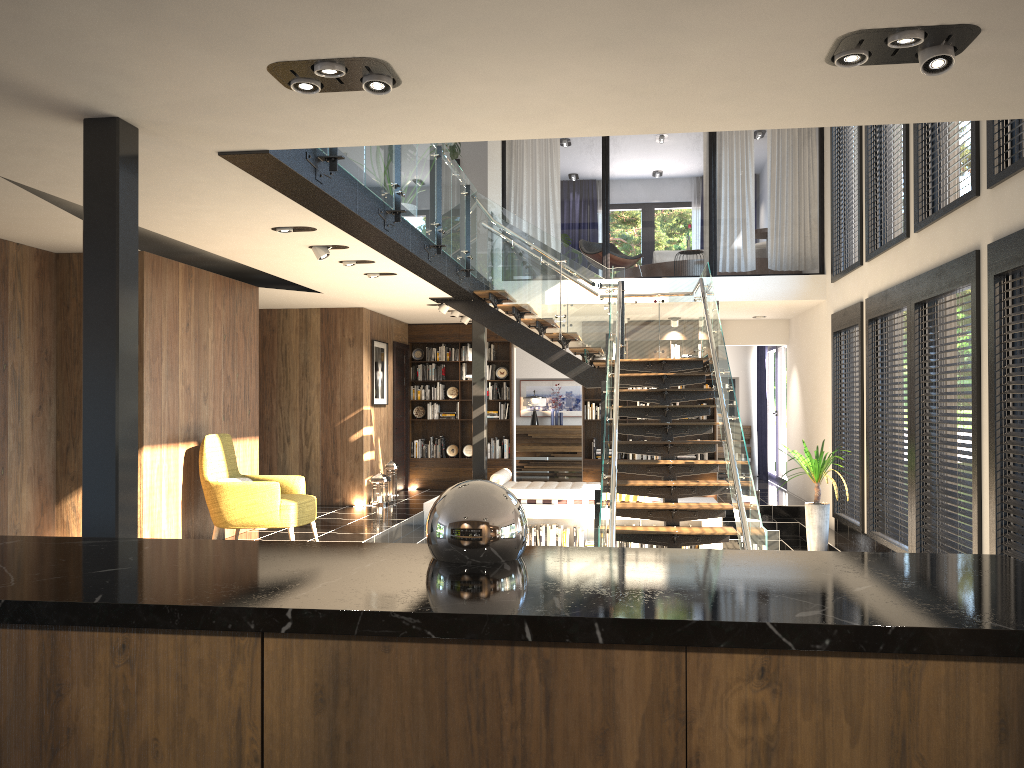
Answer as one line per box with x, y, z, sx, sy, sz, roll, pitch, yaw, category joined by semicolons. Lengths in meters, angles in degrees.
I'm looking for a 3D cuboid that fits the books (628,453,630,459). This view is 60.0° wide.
1.856;1.062;14.082;0.026;0.263;0.156;0;-1;8;books

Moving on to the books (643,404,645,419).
2.082;0.437;14.018;0.036;0.244;0.194;0;-1;8;books

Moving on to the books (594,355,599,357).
1.450;-0.447;14.169;0.251;0.026;0.148;0;-1;12;books

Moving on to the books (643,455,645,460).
2.083;1.064;14.016;0.025;0.255;0.202;0;-1;8;books

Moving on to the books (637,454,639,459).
1.997;1.085;14.043;0.025;0.214;0.170;0;-1;8;books

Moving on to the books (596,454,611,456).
1.486;1.135;14.173;0.271;0.025;0.156;0;-1;8;books

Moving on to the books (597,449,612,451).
1.484;1.054;14.164;0.257;0.024;0.167;0;-1;8;books

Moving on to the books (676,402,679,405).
2.607;0.417;13.967;0.031;0.277;0.168;0;-1;8;books

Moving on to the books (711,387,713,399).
3.143;0.142;13.925;0.051;0.194;0.192;0;-1;8;books

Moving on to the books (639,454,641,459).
2.026;1.052;14.050;0.031;0.280;0.141;0;-1;8;books

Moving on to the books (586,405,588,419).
1.204;0.448;14.213;0.028;0.237;0.134;0;-1;8;books

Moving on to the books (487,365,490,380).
-0.377;-0.181;14.406;0.025;0.235;0.232;0;-1;8;books

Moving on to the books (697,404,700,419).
2.934;0.432;13.919;0.030;0.244;0.176;0;-1;8;books

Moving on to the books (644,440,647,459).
2.113;1.039;14.032;0.032;0.305;0.155;0;-1;8;books

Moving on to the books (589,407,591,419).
1.255;0.466;14.170;0.028;0.199;0.175;0;-1;8;books

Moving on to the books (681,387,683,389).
2.683;0.144;13.993;0.026;0.196;0.148;0;-1;8;books

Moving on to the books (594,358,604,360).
1.450;-0.396;14.165;0.268;0.026;0.156;0;-1;12;books

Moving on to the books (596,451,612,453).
1.486;1.079;14.174;0.271;0.025;0.156;0;-1;8;books

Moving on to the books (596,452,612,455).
1.484;1.106;14.159;0.287;0.030;0.176;0;-1;5;books

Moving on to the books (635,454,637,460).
1.968;1.054;14.035;0.030;0.276;0.160;0;-1;8;books

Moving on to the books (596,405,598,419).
1.359;0.452;14.171;0.028;0.227;0.136;0;-1;8;books

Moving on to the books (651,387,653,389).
2.220;0.110;14.037;0.032;0.265;0.149;0;-1;8;books

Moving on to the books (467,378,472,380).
-0.603;-0.078;14.478;0.239;0.033;0.176;0;-1;5;books

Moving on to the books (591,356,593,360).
1.285;-0.528;14.171;0.028;0.290;0.170;0;-1;8;books

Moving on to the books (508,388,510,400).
-0.041;0.155;14.311;0.026;0.196;0.170;0;-1;8;books

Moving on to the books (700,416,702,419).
2.963;0.448;13.926;0.025;0.212;0.168;0;-1;8;books

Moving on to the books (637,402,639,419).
2.000;0.418;14.058;0.030;0.284;0.176;0;-1;8;books

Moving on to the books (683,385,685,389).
2.713;0.121;14.020;0.025;0.243;0.119;0;-1;8;books

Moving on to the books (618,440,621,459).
1.712;1.045;14.128;0.036;0.302;0.186;0;-1;8;books

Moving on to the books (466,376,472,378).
-0.605;-0.110;14.465;0.266;0.030;0.209;0;-1;8;books

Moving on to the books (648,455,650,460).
2.168;1.064;14.019;0.034;0.255;0.194;0;-1;8;books

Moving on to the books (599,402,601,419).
1.410;0.429;14.161;0.029;0.272;0.152;0;-1;8;books

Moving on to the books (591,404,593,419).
1.283;0.443;14.187;0.023;0.245;0.159;0;-1;8;books

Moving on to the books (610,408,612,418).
1.579;0.462;14.147;0.030;0.205;0.170;0;-1;8;books

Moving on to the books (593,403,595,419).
1.307;0.436;14.165;0.029;0.258;0.181;0;-1;8;books

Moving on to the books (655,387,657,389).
2.275;0.148;14.034;0.024;0.187;0.148;0;-1;8;books

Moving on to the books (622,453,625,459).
1.790;1.068;14.123;0.075;0.254;0.181;0;-1;8;books

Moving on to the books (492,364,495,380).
-0.300;-0.189;14.399;0.035;0.251;0.196;0;-1;8;books

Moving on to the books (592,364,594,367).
1.294;-0.193;14.180;0.029;0.254;0.128;0;-1;8;books

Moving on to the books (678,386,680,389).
2.638;0.133;14.018;0.024;0.219;0.174;0;-1;8;books

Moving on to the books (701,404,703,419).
2.988;0.431;13.932;0.023;0.246;0.147;0;-1;8;books

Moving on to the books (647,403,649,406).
2.138;0.429;14.043;0.067;0.261;0.159;0;-1;8;books

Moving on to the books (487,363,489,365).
-0.414;-0.206;14.410;0.049;0.286;0.259;0;-1;8;books

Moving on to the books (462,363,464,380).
-0.786;-0.200;14.475;0.027;0.279;0.166;0;-1;8;books

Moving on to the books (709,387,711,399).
3.105;0.145;13.929;0.023;0.189;0.197;0;-1;8;books

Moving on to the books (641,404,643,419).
2.053;0.437;14.047;0.030;0.245;0.166;0;-1;8;books

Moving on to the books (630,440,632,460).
1.882;1.036;14.044;0.035;0.312;0.160;0;-1;8;books

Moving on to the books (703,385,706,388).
3.033;0.131;13.959;0.026;0.219;0.156;0;-1;8;books

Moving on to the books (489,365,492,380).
-0.339;-0.182;14.419;0.047;0.238;0.225;0;-1;8;books

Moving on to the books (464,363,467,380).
-0.763;-0.200;14.477;0.016;0.278;0.209;0;-1;8;books

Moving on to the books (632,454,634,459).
1.915;1.061;14.050;0.030;0.262;0.173;0;-1;8;books

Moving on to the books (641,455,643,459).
2.058;1.043;14.044;0.032;0.298;0.169;0;-1;8;books

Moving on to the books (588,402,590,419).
1.228;0.425;14.176;0.028;0.282;0.169;0;-1;8;books

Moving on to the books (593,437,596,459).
1.317;1.027;14.154;0.028;0.340;0.203;0;-1;8;books

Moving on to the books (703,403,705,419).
3.009;0.428;13.907;0.026;0.251;0.178;0;-1;8;books

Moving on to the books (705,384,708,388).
3.058;0.120;13.947;0.028;0.240;0.187;0;-1;8;books

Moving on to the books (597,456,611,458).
1.484;1.159;14.161;0.258;0.024;0.167;0;-1;8;books
